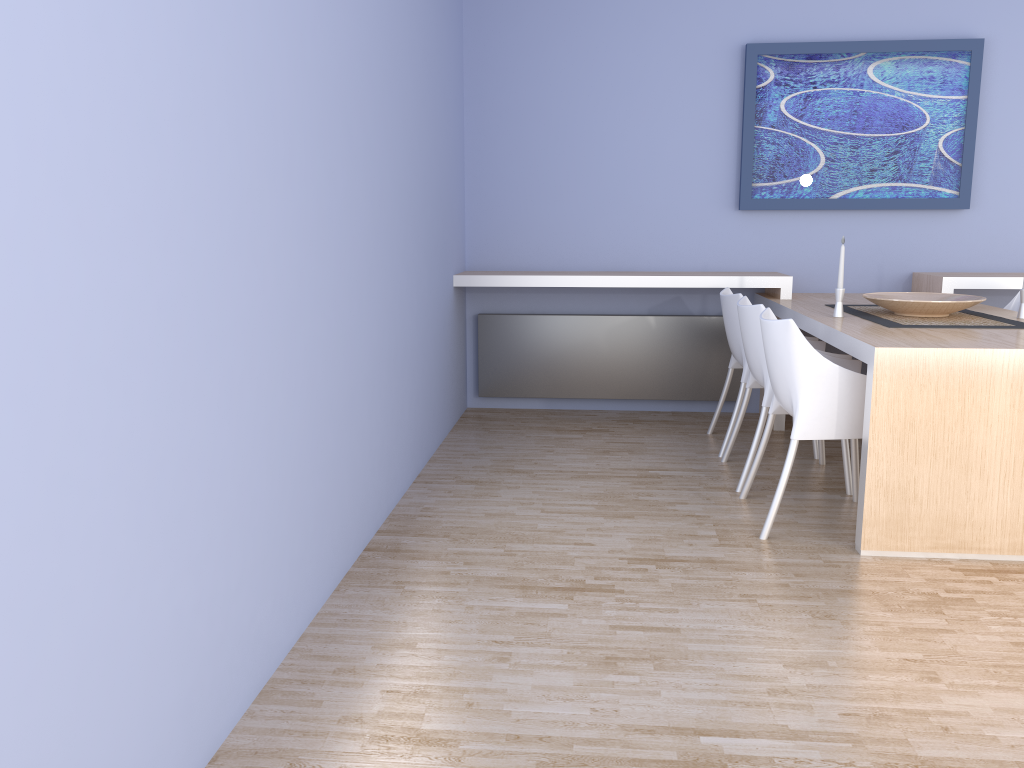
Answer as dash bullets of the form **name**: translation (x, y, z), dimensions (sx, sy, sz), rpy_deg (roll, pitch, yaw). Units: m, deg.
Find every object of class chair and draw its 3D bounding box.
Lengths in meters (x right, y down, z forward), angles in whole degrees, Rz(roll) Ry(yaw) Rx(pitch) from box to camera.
- **chair**: translation (1.213, 0.026, 3.903), dimensions (0.486, 0.793, 0.510), rpy_deg (1, 10, 6)
- **chair**: translation (2.415, -0.064, 4.388), dimensions (0.486, 0.793, 0.510), rpy_deg (1, 10, 6)
- **chair**: translation (1.156, 0.128, 3.341), dimensions (0.486, 0.793, 0.510), rpy_deg (1, 10, 6)
- **chair**: translation (1.270, -0.075, 4.466), dimensions (0.486, 0.793, 0.510), rpy_deg (1, 10, 6)

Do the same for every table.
- **table**: translation (1.803, 0.034, 4.063), dimensions (1.002, 0.718, 2.340), rpy_deg (1, 10, 6)

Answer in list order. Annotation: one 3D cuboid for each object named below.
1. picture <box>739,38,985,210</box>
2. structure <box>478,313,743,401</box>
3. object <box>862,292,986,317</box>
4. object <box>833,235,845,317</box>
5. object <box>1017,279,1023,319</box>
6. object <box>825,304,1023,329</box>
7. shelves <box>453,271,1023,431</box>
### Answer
- **picture**: translation (1.922, -1.429, 4.932), dimensions (1.252, 0.901, 0.049), rpy_deg (1, 10, 6)
- **structure**: translation (1.710, -0.144, 5.185), dimensions (3.843, 0.503, 0.064), rpy_deg (1, 10, 6)
- **object**: translation (1.798, -0.344, 3.888), dimensions (0.493, 0.081, 0.493), rpy_deg (4, 11, 24)
- **object**: translation (1.414, -0.463, 3.813), dimensions (0.045, 0.349, 0.045), rpy_deg (-9, 14, -42)
- **object**: translation (2.170, -0.451, 3.738), dimensions (0.045, 0.349, 0.045), rpy_deg (1, 10, 6)
- **object**: translation (1.801, -0.302, 3.893), dimensions (0.594, 0.005, 0.986), rpy_deg (1, 10, 5)
- **shelves**: translation (1.626, -0.197, 4.999), dimensions (3.901, 0.840, 0.463), rpy_deg (1, 10, 6)
